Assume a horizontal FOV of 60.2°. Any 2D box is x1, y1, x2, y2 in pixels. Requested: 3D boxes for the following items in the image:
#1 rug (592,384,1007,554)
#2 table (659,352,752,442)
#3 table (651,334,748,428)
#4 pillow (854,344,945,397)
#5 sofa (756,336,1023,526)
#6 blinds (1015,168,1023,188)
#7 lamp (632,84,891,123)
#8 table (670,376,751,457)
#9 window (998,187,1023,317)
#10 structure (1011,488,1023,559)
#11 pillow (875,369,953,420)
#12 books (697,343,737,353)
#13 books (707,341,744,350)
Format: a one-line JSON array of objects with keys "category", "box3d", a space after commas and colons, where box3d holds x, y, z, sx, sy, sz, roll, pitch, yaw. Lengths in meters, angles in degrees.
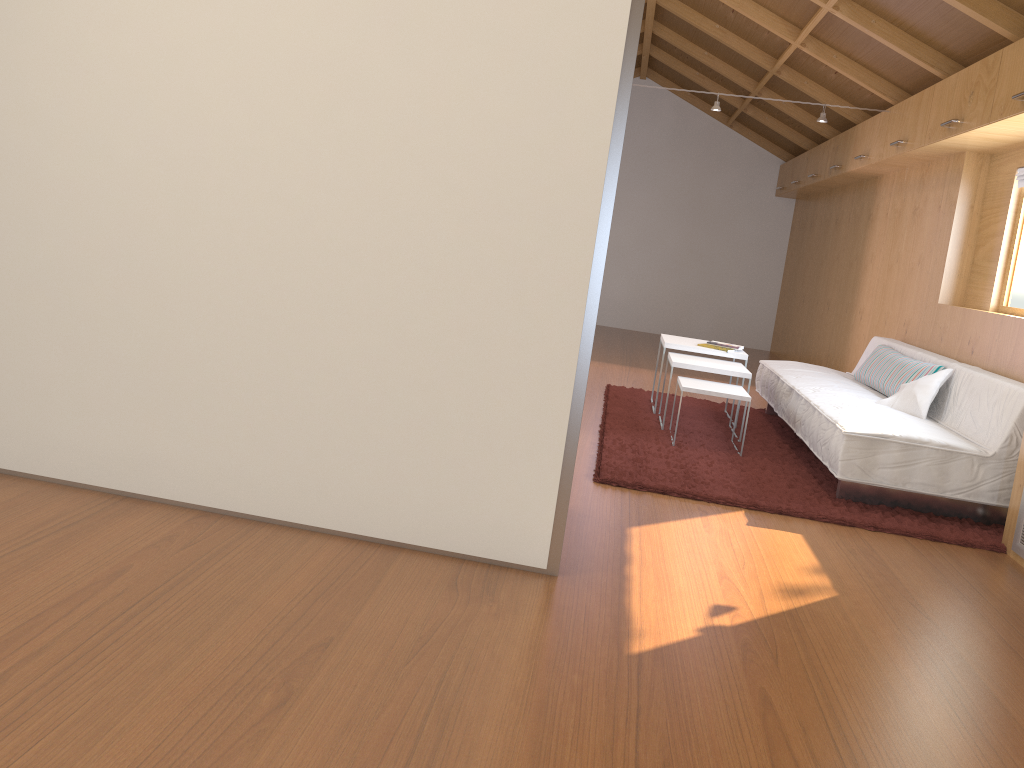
[{"category": "rug", "box3d": [1.430, 0.364, 4.761, 1.887, 0.020, 2.500, 9, 10, 6]}, {"category": "table", "box3d": [1.077, 0.065, 4.991, 0.425, 0.380, 0.462, 9, 8, 6]}, {"category": "table", "box3d": [1.139, -0.032, 5.445, 0.486, 0.435, 0.528, 9, 8, 6]}, {"category": "pillow", "box3d": [2.169, -0.059, 5.029, 0.171, 0.249, 1.050, 9, 9, 6]}, {"category": "sofa", "box3d": [1.935, 0.114, 4.789, 0.863, 0.623, 2.373, 9, 9, 6]}, {"category": "blinds", "box3d": [2.645, -1.003, 4.055, 0.047, 0.110, 1.509, 9, 10, 6]}, {"category": "lamp", "box3d": [0.681, -2.099, 6.232, 3.833, 0.152, 0.073, 9, 6, 6]}, {"category": "table", "box3d": [1.021, 0.163, 4.598, 0.342, 0.306, 0.372, 9, 8, 6]}, {"category": "window", "box3d": [2.648, -0.662, 4.081, 0.035, 0.783, 1.508, 9, 9, 6]}, {"category": "structure", "box3d": [1.923, 0.347, 2.958, 0.013, 0.715, 0.826, 9, 8, 6]}, {"category": "pillow", "box3d": [2.015, 0.022, 4.421, 0.266, 0.250, 0.350, 4, 9, -30]}, {"category": "books", "box3d": [1.224, -0.215, 5.265, 0.195, 0.016, 0.152, 15, 12, 35]}, {"category": "books", "box3d": [1.286, -0.232, 5.326, 0.194, 0.016, 0.153, 13, 11, 25]}]
